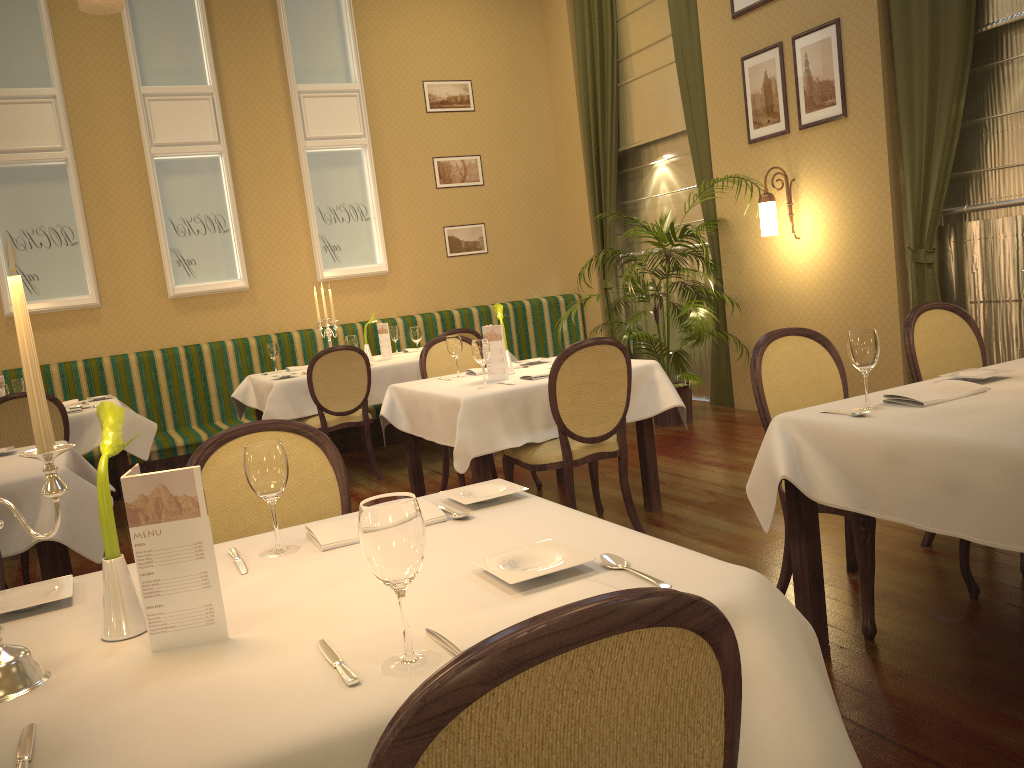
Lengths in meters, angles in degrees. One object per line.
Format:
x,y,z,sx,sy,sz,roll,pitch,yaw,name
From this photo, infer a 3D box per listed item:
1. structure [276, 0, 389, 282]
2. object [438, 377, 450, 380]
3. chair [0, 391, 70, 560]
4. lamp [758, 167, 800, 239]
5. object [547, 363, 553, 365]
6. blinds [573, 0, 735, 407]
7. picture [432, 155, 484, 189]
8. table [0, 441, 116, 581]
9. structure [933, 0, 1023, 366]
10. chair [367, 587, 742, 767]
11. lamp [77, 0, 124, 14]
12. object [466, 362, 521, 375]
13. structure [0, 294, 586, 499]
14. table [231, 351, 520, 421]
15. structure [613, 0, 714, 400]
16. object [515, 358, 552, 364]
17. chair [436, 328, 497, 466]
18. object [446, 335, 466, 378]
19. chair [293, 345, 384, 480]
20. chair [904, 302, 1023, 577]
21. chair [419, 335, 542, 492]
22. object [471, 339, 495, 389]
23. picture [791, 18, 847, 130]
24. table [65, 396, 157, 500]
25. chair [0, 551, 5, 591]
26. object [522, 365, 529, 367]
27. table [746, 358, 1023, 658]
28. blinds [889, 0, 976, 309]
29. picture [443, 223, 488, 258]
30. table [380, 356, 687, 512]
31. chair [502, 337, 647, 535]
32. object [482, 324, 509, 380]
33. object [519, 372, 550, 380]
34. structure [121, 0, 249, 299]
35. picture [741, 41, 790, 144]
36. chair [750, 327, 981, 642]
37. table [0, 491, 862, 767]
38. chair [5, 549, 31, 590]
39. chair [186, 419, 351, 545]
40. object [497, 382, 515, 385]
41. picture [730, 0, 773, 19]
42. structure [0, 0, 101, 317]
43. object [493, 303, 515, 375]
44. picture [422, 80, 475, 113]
-1.632,-2.439,7.934,0.670,2.985,0.200,-10,7,-25,structure
-0.362,-0.028,4.788,0.017,0.010,0.185,-10,7,-24,object
-2.866,0.504,5.326,0.530,0.955,0.571,-10,7,-25,chair
1.834,-1.244,6.147,0.323,0.513,0.114,-12,8,-36,lamp
0.290,-0.102,4.678,0.160,0.024,0.160,-10,7,-25,object
1.160,-2.096,7.734,0.225,4.537,1.934,-10,8,-26,blinds
-0.511,-2.034,8.492,0.504,0.294,0.008,-10,7,-25,picture
-2.301,0.749,3.507,1.395,0.759,1.389,-10,7,-24,table
2.807,-1.918,4.648,0.134,4.511,1.900,-10,7,-25,structure
-0.011,0.659,1.092,0.530,0.955,0.571,-10,7,-25,chair
-1.981,-2.602,3.941,0.593,1.796,0.593,-11,8,-28,lamp
-0.104,-0.083,4.908,0.273,0.033,0.142,-10,7,-25,object
-5.593,0.760,5.699,14.516,1.031,0.850,-10,7,-25,structure
-0.970,0.189,6.832,2.152,0.759,1.385,-10,7,-25,table
1.263,-2.102,7.785,0.123,4.511,1.942,-10,7,-25,structure
0.122,-0.125,5.051,0.160,0.024,0.160,-10,7,-25,object
-0.454,0.073,6.457,0.530,0.955,0.571,-10,7,-25,chair
-0.304,-0.150,4.818,0.088,0.229,0.088,-4,7,22,object
-1.217,0.207,6.125,0.530,0.955,0.571,-10,7,-25,chair
1.860,0.156,3.375,0.530,0.955,0.571,-10,7,-25,chair
-0.221,0.184,5.287,0.530,0.955,0.571,-10,7,-25,chair
-0.139,-0.096,4.193,0.088,0.229,0.088,-4,7,22,object
2.016,-2.027,5.837,0.022,0.619,0.412,-10,7,-25,picture
-3.369,0.622,5.672,2.152,0.759,1.385,-10,7,-25,table
-1.187,0.705,1.912,0.571,0.955,0.530,-1,9,39,chair
0.051,-0.103,4.967,0.038,0.015,0.181,-10,7,-24,object
1.863,0.347,2.586,2.152,0.759,1.385,-10,7,-25,table
2.703,-1.911,4.589,0.129,4.537,1.878,-10,7,-25,blinds
-0.444,-1.390,8.562,0.437,0.294,0.008,-10,7,-25,picture
0.097,0.316,4.666,1.395,0.759,1.389,-10,7,-24,table
0.283,0.257,4.154,0.530,0.955,0.571,-10,7,-25,chair
-0.097,-0.158,4.483,0.081,0.277,0.166,-9,7,-19,object
0.188,-0.051,4.374,0.273,0.024,0.142,-10,7,-25,object
-2.760,-2.236,7.388,0.661,2.985,0.200,-10,7,-25,structure
1.791,-2.053,6.292,0.022,0.619,0.412,-10,7,-25,picture
1.174,0.280,3.043,0.530,0.955,0.571,-10,7,-25,chair
-0.513,0.776,1.437,2.152,0.759,1.385,-10,7,-25,table
-2.612,0.615,4.134,0.530,0.955,0.571,-12,8,-35,chair
-0.515,0.585,2.226,0.530,0.955,0.571,-10,7,-25,chair
-0.034,-0.005,4.252,0.017,0.010,0.185,-10,7,-25,object
1.751,-3.149,5.958,0.027,1.057,0.966,-10,7,-25,picture
-3.823,-2.044,6.874,0.687,2.985,0.200,-10,7,-25,structure
-0.047,-0.240,4.688,0.076,0.375,0.163,-7,7,-4,object
-0.596,-2.729,8.409,0.504,0.294,0.008,-10,7,-25,picture
